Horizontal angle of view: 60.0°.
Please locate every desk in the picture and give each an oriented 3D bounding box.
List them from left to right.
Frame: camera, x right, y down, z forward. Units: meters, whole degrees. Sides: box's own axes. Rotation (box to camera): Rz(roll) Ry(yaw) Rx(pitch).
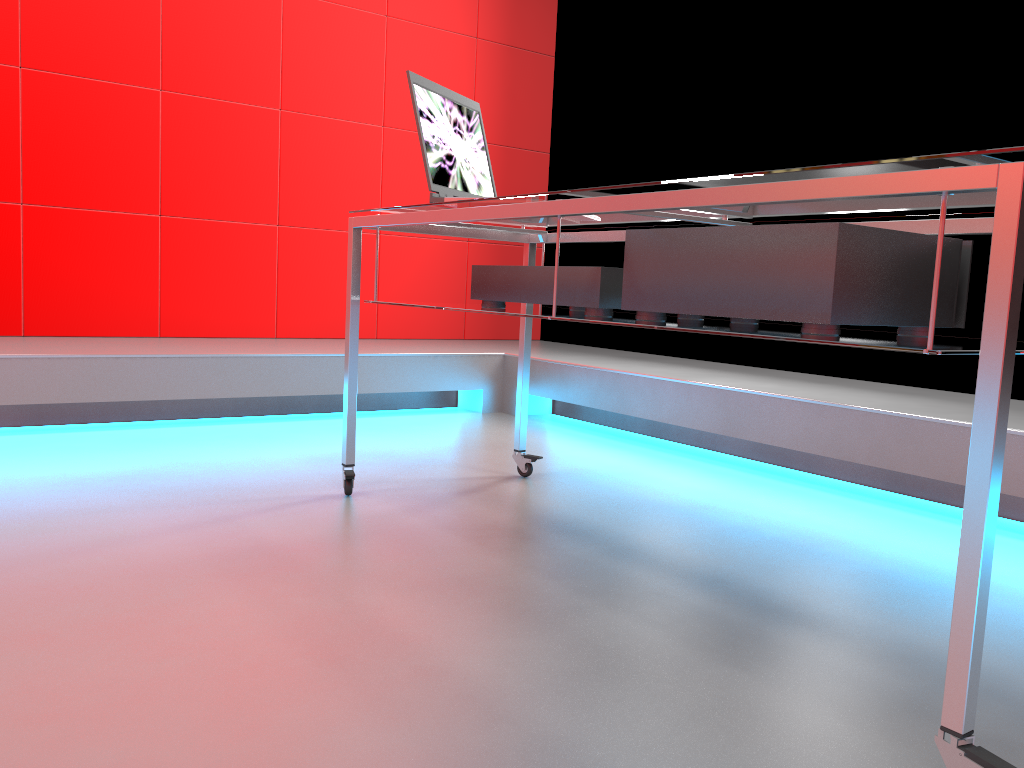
[{"bbox_3d":[0.281,0.014,1.679,0.594,0.690,1.617,-2,8,-36],"label":"desk"}]

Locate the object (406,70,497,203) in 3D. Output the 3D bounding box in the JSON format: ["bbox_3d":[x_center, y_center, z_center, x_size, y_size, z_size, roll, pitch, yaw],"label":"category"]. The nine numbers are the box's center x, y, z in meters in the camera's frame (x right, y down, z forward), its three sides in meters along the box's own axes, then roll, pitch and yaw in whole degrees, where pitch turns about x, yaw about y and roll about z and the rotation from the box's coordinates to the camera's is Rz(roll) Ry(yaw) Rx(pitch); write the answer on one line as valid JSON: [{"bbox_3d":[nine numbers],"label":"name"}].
[{"bbox_3d":[-0.008,-0.525,1.988,0.340,0.285,0.342,6,7,24],"label":"object"}]

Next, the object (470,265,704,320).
[{"bbox_3d":[0.183,-0.199,1.913,0.365,0.092,0.435,-2,8,-36],"label":"object"}]

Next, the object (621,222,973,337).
[{"bbox_3d":[0.473,-0.175,1.515,0.371,0.158,0.431,-2,8,-36],"label":"object"}]
